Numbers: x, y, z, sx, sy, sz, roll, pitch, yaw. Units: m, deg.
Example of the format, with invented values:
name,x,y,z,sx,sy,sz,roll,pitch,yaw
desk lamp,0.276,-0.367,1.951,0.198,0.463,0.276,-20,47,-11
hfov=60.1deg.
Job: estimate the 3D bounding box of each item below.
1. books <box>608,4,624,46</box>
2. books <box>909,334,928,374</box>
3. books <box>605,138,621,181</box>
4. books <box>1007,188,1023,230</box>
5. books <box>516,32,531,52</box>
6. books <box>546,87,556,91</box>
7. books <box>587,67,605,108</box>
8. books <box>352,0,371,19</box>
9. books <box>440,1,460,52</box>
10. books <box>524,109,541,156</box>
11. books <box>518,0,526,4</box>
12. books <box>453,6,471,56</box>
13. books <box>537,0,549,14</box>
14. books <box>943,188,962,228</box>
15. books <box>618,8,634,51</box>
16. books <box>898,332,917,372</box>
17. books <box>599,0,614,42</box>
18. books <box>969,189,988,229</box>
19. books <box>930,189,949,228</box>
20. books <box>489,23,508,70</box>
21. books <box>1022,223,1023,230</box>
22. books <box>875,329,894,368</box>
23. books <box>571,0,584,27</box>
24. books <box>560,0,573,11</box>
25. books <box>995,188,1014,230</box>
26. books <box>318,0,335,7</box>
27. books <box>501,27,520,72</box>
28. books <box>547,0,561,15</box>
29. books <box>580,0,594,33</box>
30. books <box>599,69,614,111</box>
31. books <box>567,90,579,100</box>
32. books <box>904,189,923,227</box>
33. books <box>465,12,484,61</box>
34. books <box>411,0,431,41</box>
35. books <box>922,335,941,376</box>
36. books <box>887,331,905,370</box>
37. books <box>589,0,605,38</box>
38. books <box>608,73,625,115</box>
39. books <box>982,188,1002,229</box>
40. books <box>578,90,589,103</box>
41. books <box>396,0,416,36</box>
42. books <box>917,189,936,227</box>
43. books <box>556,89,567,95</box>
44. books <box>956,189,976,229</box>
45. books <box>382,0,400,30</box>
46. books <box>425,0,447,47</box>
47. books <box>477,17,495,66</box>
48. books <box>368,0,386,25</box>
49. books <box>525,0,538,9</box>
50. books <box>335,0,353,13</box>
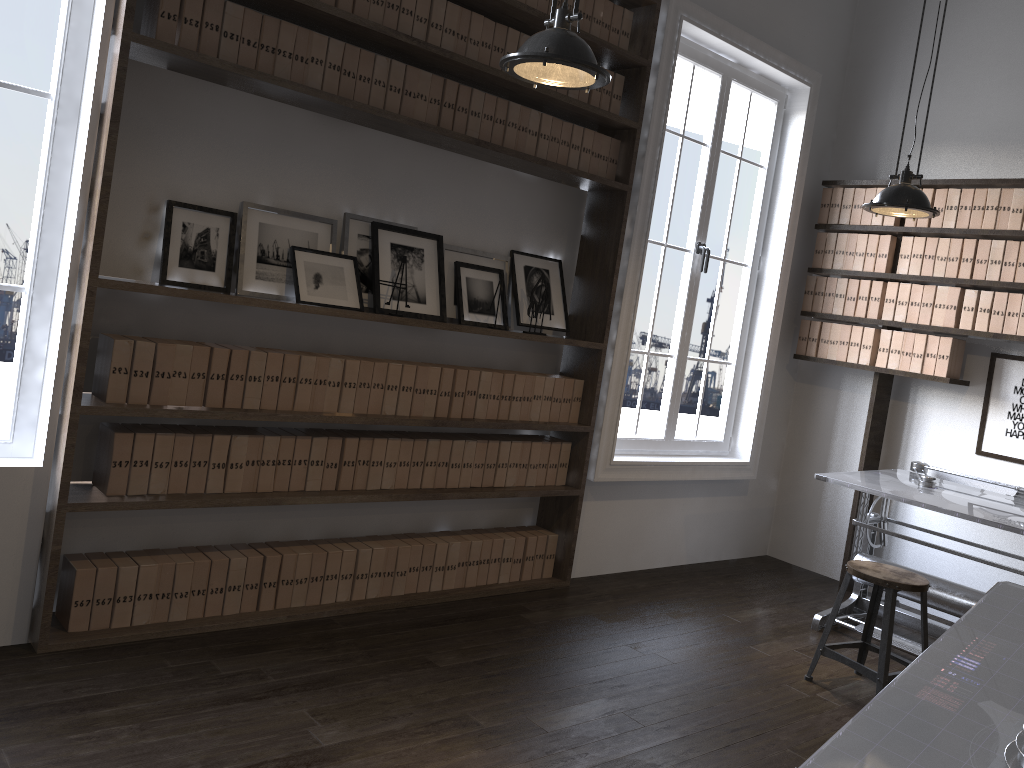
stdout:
name,x,y,z,sx,sy,sz,roll,pitch,yaw
books,0.455,-1.765,4.423,0.066,0.225,0.175,7,4,-41
books,2.346,-0.165,5.034,0.174,0.225,0.067,6,3,-41
books,0.455,-1.136,4.526,0.066,0.225,0.175,7,4,-41
books,2.723,-0.913,4.714,0.174,0.225,0.067,6,3,-41
books,-0.007,-1.483,4.070,0.066,0.225,0.175,7,4,-41
books,0.139,-1.472,4.201,0.066,0.225,0.175,7,4,-41
books,0.359,-1.454,4.385,0.066,0.225,0.175,7,4,-41
books,-0.634,-1.533,3.529,0.066,0.225,0.175,7,4,-41
books,-0.316,-1.507,3.801,0.066,0.225,0.175,7,4,-41
books,0.039,-1.168,4.162,0.066,0.225,0.175,7,4,-41
books,-0.009,-1.801,4.011,0.066,0.225,0.175,7,4,-41
books,-0.270,-1.504,3.843,0.066,0.225,0.175,7,4,-41
books,0.094,-1.793,4.110,0.066,0.225,0.175,7,4,-41
books,2.504,-0.968,4.970,0.174,0.225,0.067,6,3,-41
books,0.511,-1.760,4.466,0.066,0.225,0.175,7,4,-41
books,2.307,-0.176,5.087,0.174,0.225,0.067,6,3,-41
books,0.402,-1.769,4.377,0.066,0.225,0.175,7,4,-41
books,2.598,-0.945,4.865,0.174,0.225,0.067,6,3,-41
books,2.462,-0.980,5.026,0.174,0.225,0.067,6,3,-41
books,-0.115,-1.492,3.978,0.066,0.225,0.175,7,4,-41
books,2.768,-0.901,4.658,0.174,0.225,0.067,6,3,-41
books,2.217,-0.199,5.187,0.174,0.225,0.067,6,3,-41
books,0.256,-1.780,4.246,0.066,0.225,0.175,7,4,-41
books,0.203,-1.784,4.197,0.066,0.225,0.175,7,4,-41
books,2.683,-0.923,4.763,0.174,0.225,0.067,6,3,-41
books,-0.746,-1.541,3.431,0.066,0.225,0.175,7,4,-41
books,-0.060,-1.487,4.021,0.066,0.225,0.175,7,4,-41
books,0.147,-1.789,4.154,0.066,0.225,0.175,7,4,-41
books,0.302,-1.777,4.288,0.066,0.225,0.175,7,4,-41
books,0.411,-1.450,4.438,0.066,0.225,0.175,7,4,-41
books,0.249,-1.463,4.291,0.066,0.225,0.175,7,4,-41
books,2.366,-1.004,5.139,0.174,0.225,0.067,6,3,-41
books,-0.217,-1.499,3.883,0.066,0.225,0.175,7,4,-41
books,-0.427,-1.516,3.705,0.066,0.225,0.175,7,4,-41
books,2.396,-0.154,4.985,0.174,0.225,0.067,6,3,-41
books,2.265,-0.187,5.134,0.174,0.225,0.067,6,3,-41
books,0.355,-1.772,4.328,0.066,0.225,0.175,7,4,-41
books,0.470,-1.446,4.486,0.066,0.225,0.175,7,4,-41
books,2.637,-0.934,4.810,0.174,0.225,0.067,6,3,-41
books,0.299,-1.459,4.341,0.066,0.225,0.175,7,4,-41
books,-0.479,-1.520,3.655,0.066,0.225,0.175,7,4,-41
books,2.410,-0.992,5.080,0.174,0.225,0.067,6,3,-41
books,0.193,-1.468,4.247,0.066,0.225,0.175,7,4,-41
books,2.553,-0.956,4.919,0.174,0.225,0.067,6,3,-41
books,-0.533,-1.524,3.608,0.066,0.225,0.175,7,4,-41
books,-0.370,-1.511,3.752,0.066,0.225,0.175,7,4,-41
books,-0.169,-1.496,3.934,0.066,0.225,0.175,7,4,-41
books,-0.584,-1.528,3.570,0.066,0.225,0.175,7,4,-41
books,0.044,-1.797,4.061,0.066,0.225,0.175,7,4,-41
books,-0.686,-1.536,3.476,0.066,0.225,0.175,7,4,-41
